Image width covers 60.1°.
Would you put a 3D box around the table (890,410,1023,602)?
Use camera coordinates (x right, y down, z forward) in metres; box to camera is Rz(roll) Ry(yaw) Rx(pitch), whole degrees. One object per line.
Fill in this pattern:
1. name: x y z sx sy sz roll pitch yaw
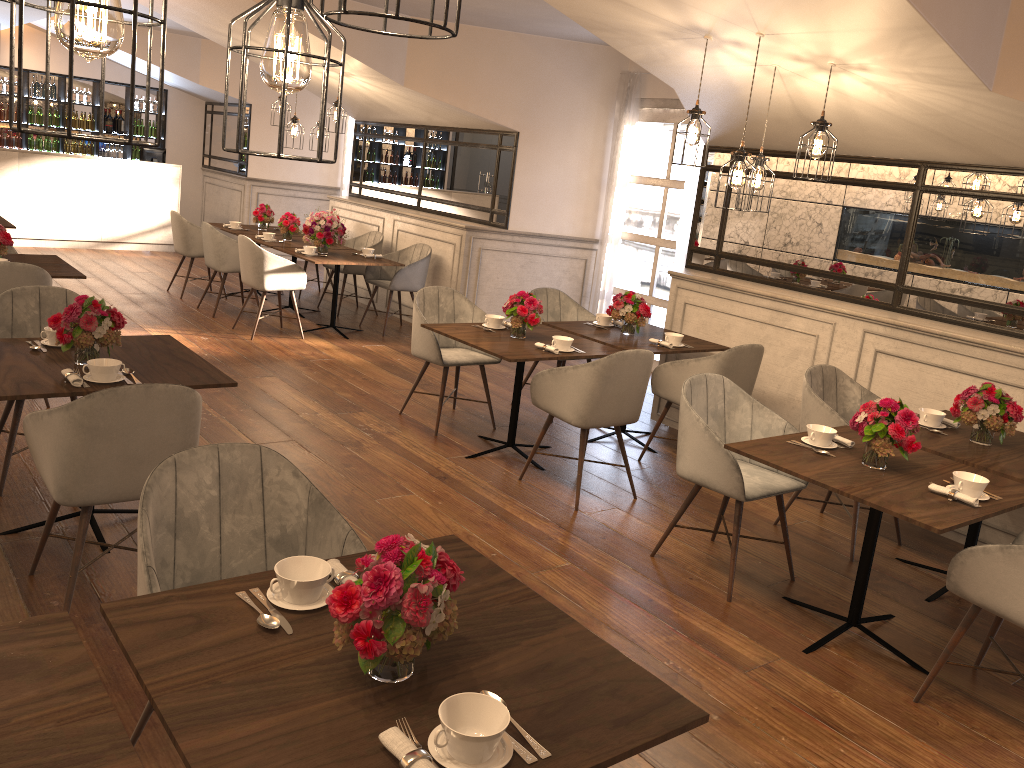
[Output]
1. table: 2.194 0.628 4.176 0.897 0.713 0.905 -3 16 -38

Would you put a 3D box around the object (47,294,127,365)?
1. object: -1.731 -0.232 3.604 0.235 0.298 0.307 13 14 28

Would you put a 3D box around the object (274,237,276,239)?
1. object: -2.433 -1.444 8.770 0.193 0.024 0.025 -4 16 -38

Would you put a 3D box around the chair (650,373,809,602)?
1. chair: 1.011 0.436 4.058 0.565 0.863 0.531 -2 15 -38

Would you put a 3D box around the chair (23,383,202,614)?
1. chair: -1.420 0.353 3.199 0.565 0.863 0.531 -2 15 -38

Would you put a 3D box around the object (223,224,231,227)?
1. object: -3.004 -1.694 9.474 0.176 0.038 0.056 -4 17 -38

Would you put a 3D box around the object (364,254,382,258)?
1. object: -1.299 -1.200 8.307 0.176 0.038 0.056 -4 17 -38

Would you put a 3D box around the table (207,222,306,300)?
1. table: -2.786 -1.328 9.680 0.897 0.713 0.905 -3 16 -38

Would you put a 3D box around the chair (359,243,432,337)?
1. chair: -1.108 -0.942 8.620 0.527 0.863 0.570 -2 15 -38

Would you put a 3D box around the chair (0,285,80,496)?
1. chair: -2.215 0.005 4.224 0.565 0.863 0.531 -2 15 -38

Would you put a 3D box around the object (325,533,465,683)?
1. object: -0.225 0.417 1.709 0.235 0.298 0.307 13 14 28

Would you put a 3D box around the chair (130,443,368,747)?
1. chair: -0.710 0.653 2.330 0.565 0.863 0.531 -2 15 -38

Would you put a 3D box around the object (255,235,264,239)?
1. object: -2.460 -1.460 8.789 0.176 0.038 0.056 -4 17 -38

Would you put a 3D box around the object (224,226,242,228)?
1. object: -2.977 -1.679 9.455 0.193 0.024 0.025 -4 16 -38

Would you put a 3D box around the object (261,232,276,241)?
1. object: -2.389 -1.446 8.699 0.148 0.071 0.150 8 13 3

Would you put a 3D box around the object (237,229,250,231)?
1. object: -2.852 -1.624 9.315 0.197 0.015 0.043 -6 18 -42

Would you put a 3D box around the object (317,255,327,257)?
1. object: -1.742 -1.146 7.918 0.197 0.015 0.043 -6 18 -42

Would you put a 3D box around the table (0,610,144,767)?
1. table: -1.035 0.953 1.261 0.897 0.713 0.905 -3 16 -38

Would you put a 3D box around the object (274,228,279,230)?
1. object: -2.564 -1.725 9.868 0.197 0.015 0.043 -6 18 -42

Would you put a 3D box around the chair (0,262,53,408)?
1. chair: -2.986 -0.321 5.170 0.565 0.863 0.531 -2 15 -38

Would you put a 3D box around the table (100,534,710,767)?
1. table: -0.281 0.899 1.854 0.897 0.713 0.905 -3 16 -38

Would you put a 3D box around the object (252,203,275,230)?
1. object: -2.689 -1.816 9.564 0.234 0.298 0.308 9 12 8

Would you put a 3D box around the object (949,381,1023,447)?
1. object: 2.192 0.125 4.089 0.306 0.298 0.236 13 13 25

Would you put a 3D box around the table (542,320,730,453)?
1. table: 0.783 0.021 5.952 0.897 0.713 0.905 -3 16 -38

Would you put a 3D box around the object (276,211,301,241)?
1. object: -2.250 -1.596 8.895 0.234 0.298 0.309 3 13 -20

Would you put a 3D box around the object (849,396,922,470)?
1. object: 1.461 0.182 3.499 0.234 0.298 0.309 3 13 -20

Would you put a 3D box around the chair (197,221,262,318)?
1. chair: -2.711 -1.108 8.503 0.527 0.863 0.570 -2 15 -38

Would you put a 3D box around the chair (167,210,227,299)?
1. chair: -3.281 -1.353 9.221 0.527 0.863 0.570 -2 15 -38

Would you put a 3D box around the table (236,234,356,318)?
1. table: -2.216 -1.083 8.962 0.897 0.713 0.905 -3 16 -38

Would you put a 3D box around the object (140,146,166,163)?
1. object: -4.907 -3.077 12.132 0.130 0.325 0.411 13 14 28

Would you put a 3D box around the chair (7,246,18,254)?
1. chair: -3.780 -0.670 6.194 0.565 0.863 0.531 -2 15 -38

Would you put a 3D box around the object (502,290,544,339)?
1. object: 0.052 -0.426 5.273 0.234 0.298 0.309 3 13 -20

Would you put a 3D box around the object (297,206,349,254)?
1. object: -1.730 -1.417 8.168 0.408 0.421 0.421 17 16 38

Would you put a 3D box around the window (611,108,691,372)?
1. window: 2.286 -1.010 7.404 0.495 2.364 14.660 -3 17 -42

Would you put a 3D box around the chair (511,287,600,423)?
1. chair: 0.354 -0.226 6.428 0.565 0.863 0.531 -2 15 -38

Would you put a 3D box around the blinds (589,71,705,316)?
1. blinds: 1.277 -1.457 8.039 0.134 2.670 1.394 -1 14 -38

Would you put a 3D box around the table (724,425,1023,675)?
1. table: 1.440 0.683 3.583 0.897 0.713 0.905 -3 16 -38

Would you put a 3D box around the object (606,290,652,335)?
1. object: 0.782 -0.482 5.863 0.306 0.298 0.236 13 13 25

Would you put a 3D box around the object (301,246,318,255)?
1. object: -1.823 -1.202 7.987 0.148 0.071 0.150 8 13 3

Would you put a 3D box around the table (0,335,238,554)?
1. table: -1.786 0.251 3.748 0.897 0.713 0.905 -3 16 -38

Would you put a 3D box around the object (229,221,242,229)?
1. object: -2.933 -1.680 9.384 0.148 0.071 0.150 8 13 3

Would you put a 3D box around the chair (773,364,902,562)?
1. chair: 1.765 0.382 4.651 0.565 0.863 0.531 -2 15 -38

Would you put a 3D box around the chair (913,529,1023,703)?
1. chair: 1.842 0.782 3.062 0.565 0.863 0.531 -2 15 -38

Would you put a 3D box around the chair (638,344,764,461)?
1. chair: 1.185 0.120 5.432 0.565 0.863 0.531 -2 15 -38

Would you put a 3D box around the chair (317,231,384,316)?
1. chair: -1.678 -1.188 9.338 0.527 0.863 0.570 -2 15 -38

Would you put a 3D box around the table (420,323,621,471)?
1. table: 0.029 0.075 5.359 0.897 0.713 0.905 -3 16 -38

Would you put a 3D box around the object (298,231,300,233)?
1. object: -2.409 -1.678 9.704 0.176 0.038 0.056 -4 17 -38

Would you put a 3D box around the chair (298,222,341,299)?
1. chair: -2.249 -1.433 10.056 0.527 0.863 0.570 -2 15 -38

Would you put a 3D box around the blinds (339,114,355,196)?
1. blinds: -2.053 -2.891 12.231 0.134 2.670 1.394 -1 14 -38

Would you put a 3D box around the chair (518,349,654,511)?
1. chair: 0.431 0.174 4.839 0.565 0.863 0.531 -2 15 -38

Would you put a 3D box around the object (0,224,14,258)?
1. object: -3.295 -0.906 5.574 0.305 0.298 0.237 6 12 -6

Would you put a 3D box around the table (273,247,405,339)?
1. table: -1.645 -0.837 8.244 0.897 0.713 0.905 -3 16 -38

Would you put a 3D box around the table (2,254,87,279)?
1. table: -3.351 -0.423 5.719 0.897 0.713 0.905 -3 16 -38

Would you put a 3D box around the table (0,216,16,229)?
1. table: -4.856 -1.071 7.613 0.897 0.713 0.905 -3 16 -38

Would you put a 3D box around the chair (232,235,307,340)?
1. chair: -2.141 -0.862 7.786 0.527 0.863 0.570 -2 15 -38

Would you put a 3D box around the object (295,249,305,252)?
1. object: -1.894 -1.216 8.077 0.176 0.038 0.056 -4 17 -38

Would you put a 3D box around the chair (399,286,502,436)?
1. chair: -0.400 -0.171 5.834 0.565 0.863 0.531 -2 15 -38
